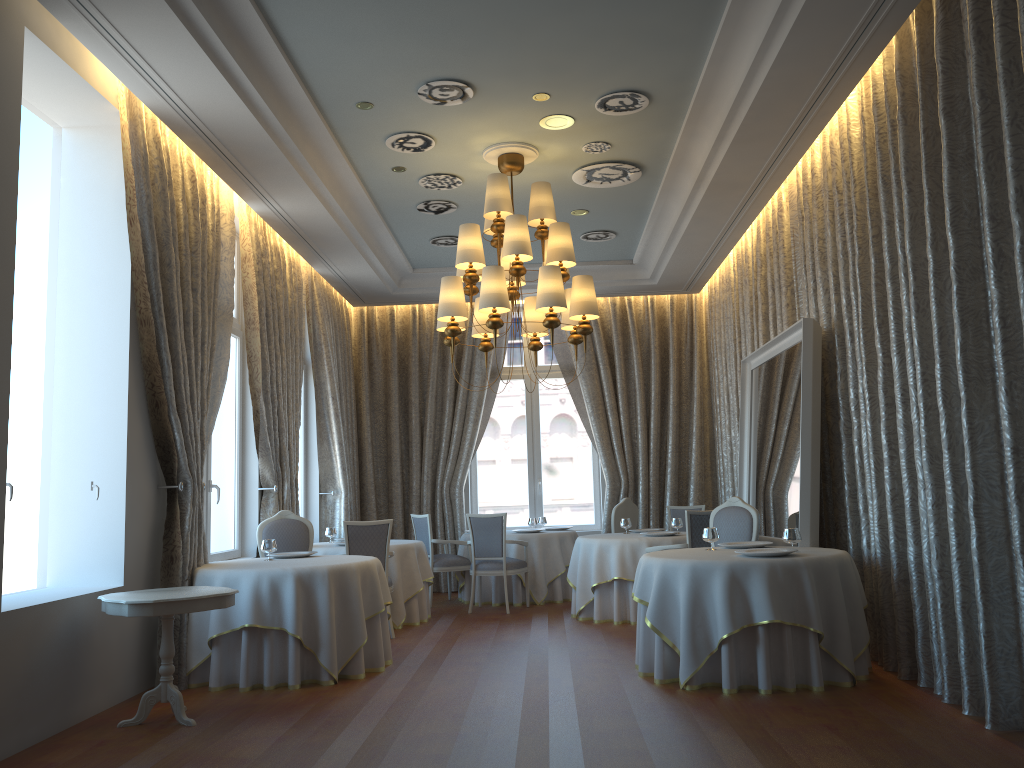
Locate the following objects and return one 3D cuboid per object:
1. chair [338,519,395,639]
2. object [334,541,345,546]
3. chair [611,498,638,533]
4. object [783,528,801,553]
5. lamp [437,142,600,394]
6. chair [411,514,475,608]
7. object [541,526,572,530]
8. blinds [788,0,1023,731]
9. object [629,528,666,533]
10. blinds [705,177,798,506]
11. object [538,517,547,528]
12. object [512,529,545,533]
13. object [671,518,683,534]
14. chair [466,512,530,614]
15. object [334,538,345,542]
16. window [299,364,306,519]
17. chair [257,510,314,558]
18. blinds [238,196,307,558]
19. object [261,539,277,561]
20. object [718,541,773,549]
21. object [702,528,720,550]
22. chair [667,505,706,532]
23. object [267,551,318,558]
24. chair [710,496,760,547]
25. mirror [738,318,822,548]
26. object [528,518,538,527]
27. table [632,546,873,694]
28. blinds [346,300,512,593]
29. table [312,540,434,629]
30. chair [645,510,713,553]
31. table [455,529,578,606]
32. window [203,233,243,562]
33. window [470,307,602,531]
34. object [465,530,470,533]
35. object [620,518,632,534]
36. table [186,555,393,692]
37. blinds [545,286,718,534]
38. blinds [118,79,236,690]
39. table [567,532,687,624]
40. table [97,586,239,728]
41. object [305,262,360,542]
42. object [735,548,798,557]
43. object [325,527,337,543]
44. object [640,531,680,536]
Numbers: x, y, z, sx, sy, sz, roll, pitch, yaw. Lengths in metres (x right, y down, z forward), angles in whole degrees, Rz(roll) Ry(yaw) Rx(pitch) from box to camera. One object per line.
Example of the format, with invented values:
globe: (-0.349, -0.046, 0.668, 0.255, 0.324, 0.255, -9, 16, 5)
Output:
chair: (-1.455, 1.868, 8.561, 0.650, 1.108, 0.629, 1, -8, -23)
object: (-1.642, 1.651, 9.202, 0.419, 0.036, 0.419, -2, -7, 1)
chair: (1.169, 2.021, 10.872, 0.690, 1.233, 0.563, -8, -10, 42)
object: (1.982, 1.106, 6.275, 0.128, 0.165, 0.128, -2, -7, 2)
lamp: (0.021, -1.011, 7.756, 1.373, 2.121, 1.373, -8, -9, 39)
chair: (-0.868, 2.153, 10.965, 0.629, 1.108, 0.650, 3, -9, -33)
object: (0.581, 1.862, 11.425, 0.419, 0.036, 0.419, -2, -7, 1)
blinds: (2.559, -0.444, 5.955, 0.238, 4.819, 4.439, -2, -7, 2)
object: (1.525, 1.650, 9.974, 0.419, 0.036, 0.419, -2, -7, 1)
blinds: (2.721, 0.097, 10.291, 0.238, 4.819, 4.439, -2, -7, 2)
object: (0.401, 1.839, 11.708, 0.128, 0.165, 0.128, -2, -7, 2)
object: (0.204, 1.816, 10.963, 0.419, 0.036, 0.419, -2, -7, 1)
object: (1.754, 1.508, 9.416, 0.128, 0.165, 0.128, -2, -7, 2)
chair: (-0.189, 2.037, 10.212, 0.650, 1.108, 0.629, -4, -7, 17)
object: (-1.812, 1.771, 10.111, 0.419, 0.036, 0.419, -2, -7, 1)
window: (-2.698, 0.277, 10.518, 0.196, 3.306, 1.881, -2, -7, 2)
chair: (-1.956, 1.734, 7.827, 0.563, 1.233, 0.690, 1, -8, -23)
blinds: (-2.417, 0.157, 9.359, 0.335, 4.969, 2.257, -2, -7, 2)
object: (-1.961, 1.339, 7.157, 0.128, 0.165, 0.128, 0, -7, -16)
object: (1.816, 1.255, 6.905, 0.419, 0.036, 0.419, -2, -7, 1)
object: (1.517, 1.181, 6.756, 0.128, 0.165, 0.128, -6, -8, 32)
chair: (2.068, 2.024, 10.665, 0.650, 1.108, 0.629, -5, -8, 22)
object: (-1.847, 1.438, 7.455, 0.419, 0.036, 0.419, -2, -7, 1)
chair: (1.686, 1.563, 7.365, 0.690, 1.233, 0.563, 4, -9, -38)
mirror: (2.358, 0.887, 7.985, 0.385, 2.564, 2.251, -2, -7, 2)
object: (0.266, 1.790, 11.290, 0.128, 0.165, 0.128, -2, -7, 2)
table: (1.708, 1.666, 6.432, 1.663, 0.890, 1.667, -1, -7, -9)
blinds: (-1.193, 0.519, 12.533, 2.535, 4.901, 0.386, -2, -7, 2)
table: (-1.674, 2.171, 9.606, 1.667, 0.890, 1.663, -1, -7, -4)
chair: (1.709, 1.767, 8.538, 0.650, 1.108, 0.629, 2, -8, -28)
table: (0.118, 2.334, 11.343, 1.667, 0.890, 1.663, -4, -8, 21)
window: (-2.753, -0.021, 8.137, 0.259, 3.306, 1.882, -2, -7, 2)
window: (0.302, 0.483, 12.896, 1.881, 3.306, 0.196, -2, -7, 2)
object: (-0.394, 1.873, 11.273, 0.419, 0.036, 0.419, -2, -7, 1)
object: (1.263, 1.574, 9.819, 0.128, 0.165, 0.128, -2, -7, 2)
table: (-1.779, 1.845, 6.989, 1.663, 0.890, 1.667, -1, -7, -9)
blinds: (1.679, 0.417, 12.434, 2.476, 4.901, 0.386, -2, -7, 2)
blinds: (-2.531, -0.147, 6.922, 0.315, 4.930, 2.204, -2, -7, 2)
table: (1.443, 2.059, 9.485, 1.663, 0.890, 1.667, -4, -7, 16)
table: (-2.113, 1.693, 5.450, 0.760, 0.801, 0.761, -8, -10, 41)
object: (-2.273, 0.471, 11.521, 0.386, 4.901, 2.121, -2, -7, 2)
object: (1.733, 1.149, 6.043, 0.419, 0.036, 0.419, -2, -7, 1)
object: (-2.018, 1.685, 9.887, 0.128, 0.165, 0.128, -2, -7, 2)
object: (1.533, 1.547, 9.160, 0.419, 0.036, 0.419, -2, -7, 1)
